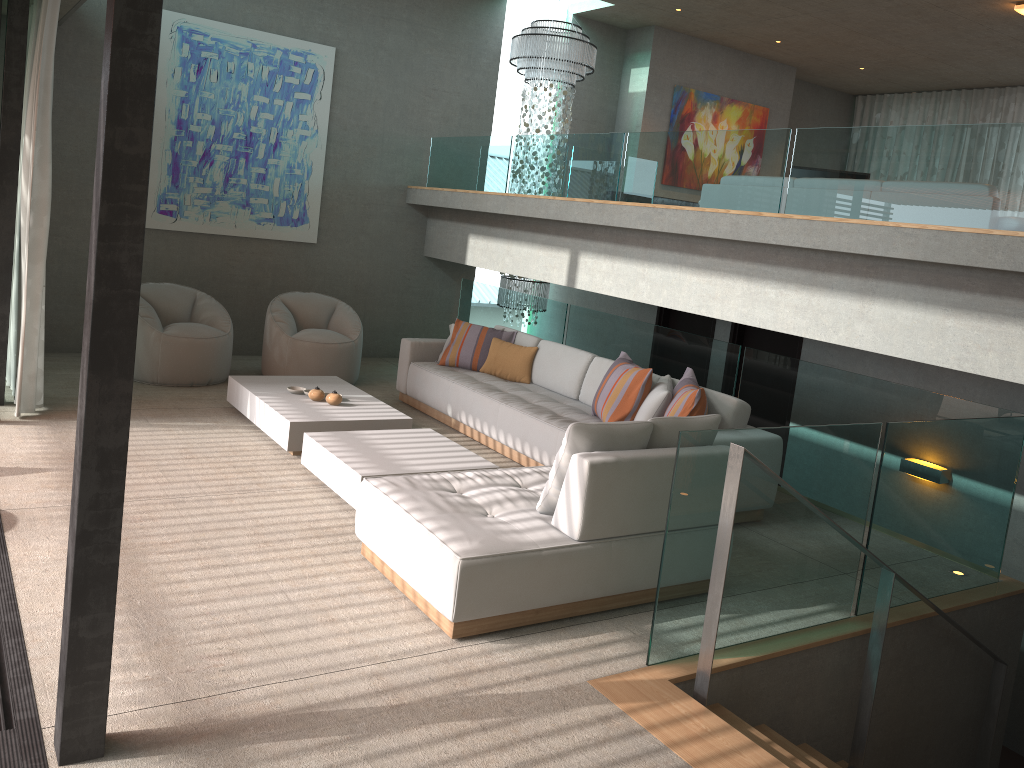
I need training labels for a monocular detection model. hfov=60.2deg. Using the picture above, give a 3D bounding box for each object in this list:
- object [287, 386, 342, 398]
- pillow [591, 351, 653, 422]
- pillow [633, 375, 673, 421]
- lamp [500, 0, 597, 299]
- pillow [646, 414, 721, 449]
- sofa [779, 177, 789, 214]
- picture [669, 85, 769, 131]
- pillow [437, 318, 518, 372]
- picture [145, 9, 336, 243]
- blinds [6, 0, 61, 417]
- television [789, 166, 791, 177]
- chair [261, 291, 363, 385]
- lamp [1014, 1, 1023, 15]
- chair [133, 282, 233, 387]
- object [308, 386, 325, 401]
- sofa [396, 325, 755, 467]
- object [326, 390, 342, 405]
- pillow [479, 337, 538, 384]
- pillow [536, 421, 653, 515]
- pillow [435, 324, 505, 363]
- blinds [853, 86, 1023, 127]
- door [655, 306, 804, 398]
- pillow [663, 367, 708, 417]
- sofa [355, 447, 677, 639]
[{"bbox_3d":[-1.475,0.074,6.595,0.438,0.039,0.156,9,10,12],"label":"object"},{"bbox_3d":[0.754,0.063,6.199,0.310,0.490,0.746,6,9,-11],"label":"pillow"},{"bbox_3d":[0.949,0.160,5.950,0.239,0.401,0.599,8,9,9],"label":"pillow"},{"bbox_3d":[0.332,-2.632,10.403,1.007,3.905,1.000,11,8,36],"label":"lamp"},{"bbox_3d":[0.794,0.383,4.419,0.491,0.493,0.241,2,9,-33],"label":"pillow"},{"bbox_3d":[3.035,-1.351,7.836,0.973,0.856,3.287,1,12,-34],"label":"sofa"},{"bbox_3d":[2.719,-3.165,11.701,1.748,1.239,0.030,1,8,-34],"label":"picture"},{"bbox_3d":[-0.298,-0.320,7.743,0.656,0.438,0.343,8,8,10],"label":"pillow"},{"bbox_3d":[-2.682,-2.503,8.847,1.717,2.031,0.030,2,8,-34],"label":"picture"},{"bbox_3d":[-3.758,-1.468,6.847,0.222,2.898,2.453,3,9,-34],"label":"blinds"},{"bbox_3d":[3.941,-2.393,11.073,0.962,0.578,0.190,9,7,12],"label":"television"},{"bbox_3d":[-1.882,-0.435,8.394,0.921,0.780,0.931,5,9,-10],"label":"chair"},{"bbox_3d":[4.908,-3.495,8.228,0.300,0.091,0.304,0,12,-34],"label":"lamp"},{"bbox_3d":[-2.938,-0.453,7.800,0.920,0.780,0.931,2,10,-30],"label":"chair"},{"bbox_3d":[-1.428,0.070,6.466,0.119,0.105,0.121,2,10,-29],"label":"object"},{"bbox_3d":[0.343,0.136,6.773,1.047,0.746,3.501,1,12,-34],"label":"sofa"},{"bbox_3d":[-1.288,0.098,6.404,0.119,0.105,0.121,7,8,0],"label":"object"},{"bbox_3d":[-0.014,-0.198,7.529,0.465,0.322,0.227,10,8,19],"label":"pillow"},{"bbox_3d":[0.391,0.394,4.155,0.491,0.479,0.269,2,9,-33],"label":"pillow"},{"bbox_3d":[-0.358,-0.320,7.935,0.618,0.417,0.314,7,7,3],"label":"pillow"},{"bbox_3d":[6.236,-2.757,12.401,0.222,2.704,3.894,3,10,-34],"label":"blinds"},{"bbox_3d":[0.341,0.789,1.349,5.811,4.432,15.392,12,11,28],"label":"door"},{"bbox_3d":[1.104,0.187,5.694,0.280,0.499,0.703,8,9,9],"label":"pillow"},{"bbox_3d":[0.179,0.576,4.347,1.594,0.726,1.025,0,11,-34],"label":"sofa"}]
